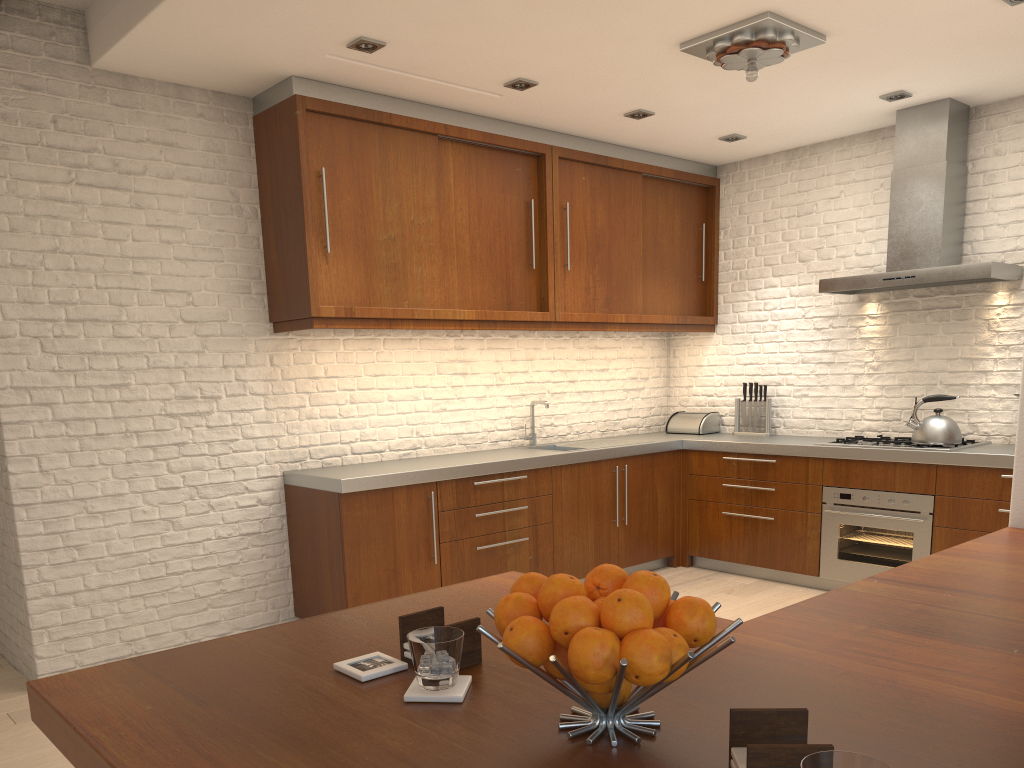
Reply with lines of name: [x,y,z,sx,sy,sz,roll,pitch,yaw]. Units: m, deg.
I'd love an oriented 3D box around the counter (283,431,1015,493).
counter: [1.156,0.446,4.565,3.296,0.071,3.492,-3,1,-41]

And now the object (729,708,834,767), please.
object: [0.316,0.445,1.034,0.094,0.084,0.112,-1,5,4]

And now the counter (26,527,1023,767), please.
counter: [0.665,0.933,1.778,2.468,0.941,1.671,-4,4,-41]

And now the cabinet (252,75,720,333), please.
cabinet: [0.102,-0.916,5.427,3.304,1.193,0.455,-3,9,-40]

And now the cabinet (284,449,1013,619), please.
cabinet: [1.232,-0.098,4.900,4.782,2.905,2.212,-1,7,13]

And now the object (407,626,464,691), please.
object: [-0.120,0.439,1.389,0.090,0.087,0.090,-7,8,-44]

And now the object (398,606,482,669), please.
object: [-0.127,0.451,1.537,0.093,0.084,0.113,-7,7,-41]

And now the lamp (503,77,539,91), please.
lamp: [0.044,-1.500,4.308,0.122,0.056,0.122,-4,4,-41]

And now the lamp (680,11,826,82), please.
lamp: [1.058,-1.424,3.843,0.445,0.174,0.446,-4,3,-41]

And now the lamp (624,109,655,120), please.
lamp: [0.713,-1.529,4.881,0.122,0.056,0.122,-4,4,-41]

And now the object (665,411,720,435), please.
object: [1.361,0.292,6.579,0.247,0.163,0.341,-5,4,-41]

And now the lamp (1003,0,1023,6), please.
lamp: [2.011,-1.546,3.428,0.122,0.056,0.122,-4,4,-41]

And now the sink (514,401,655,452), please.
sink: [0.478,0.318,5.847,0.848,0.439,0.512,-4,6,-41]

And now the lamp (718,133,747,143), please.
lamp: [1.381,-1.558,5.454,0.122,0.056,0.122,-4,4,-41]

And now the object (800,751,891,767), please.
object: [0.341,0.433,0.891,0.090,0.087,0.090,-5,6,-26]

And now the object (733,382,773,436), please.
object: [1.719,0.178,6.221,0.065,0.384,0.318,-11,11,-41]

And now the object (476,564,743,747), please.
object: [0.136,0.376,1.228,0.366,0.227,0.356,-1,4,14]

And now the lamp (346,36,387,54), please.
lamp: [-0.625,-1.471,3.734,0.122,0.056,0.122,-4,4,-41]

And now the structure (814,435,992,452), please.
structure: [2.340,0.349,5.240,0.583,0.032,0.805,-3,1,-41]

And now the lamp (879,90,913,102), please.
lamp: [2.065,-1.567,4.688,0.122,0.056,0.122,-4,4,-41]

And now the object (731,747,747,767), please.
object: [0.370,0.469,0.916,0.196,0.035,0.391,-3,1,-38]

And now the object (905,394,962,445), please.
object: [2.424,0.198,4.964,0.261,0.282,0.257,-4,7,-20]

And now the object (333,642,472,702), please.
object: [-0.141,0.476,1.476,0.203,0.035,0.284,-3,1,-41]

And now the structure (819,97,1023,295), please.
structure: [2.353,-1.067,5.006,0.451,1.016,0.975,-10,10,-41]

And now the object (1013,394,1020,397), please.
object: [3.075,-0.039,4.689,0.138,0.398,0.663,-11,9,-41]

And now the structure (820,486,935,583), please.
structure: [2.302,0.912,5.302,0.494,0.591,0.663,-8,8,-41]
